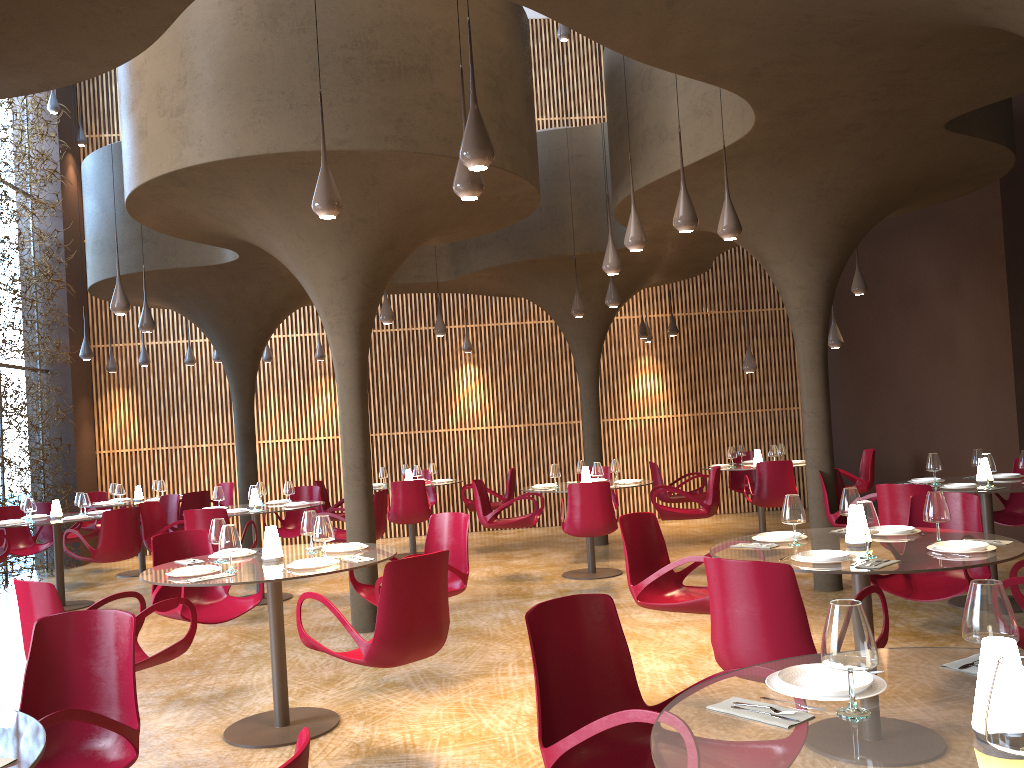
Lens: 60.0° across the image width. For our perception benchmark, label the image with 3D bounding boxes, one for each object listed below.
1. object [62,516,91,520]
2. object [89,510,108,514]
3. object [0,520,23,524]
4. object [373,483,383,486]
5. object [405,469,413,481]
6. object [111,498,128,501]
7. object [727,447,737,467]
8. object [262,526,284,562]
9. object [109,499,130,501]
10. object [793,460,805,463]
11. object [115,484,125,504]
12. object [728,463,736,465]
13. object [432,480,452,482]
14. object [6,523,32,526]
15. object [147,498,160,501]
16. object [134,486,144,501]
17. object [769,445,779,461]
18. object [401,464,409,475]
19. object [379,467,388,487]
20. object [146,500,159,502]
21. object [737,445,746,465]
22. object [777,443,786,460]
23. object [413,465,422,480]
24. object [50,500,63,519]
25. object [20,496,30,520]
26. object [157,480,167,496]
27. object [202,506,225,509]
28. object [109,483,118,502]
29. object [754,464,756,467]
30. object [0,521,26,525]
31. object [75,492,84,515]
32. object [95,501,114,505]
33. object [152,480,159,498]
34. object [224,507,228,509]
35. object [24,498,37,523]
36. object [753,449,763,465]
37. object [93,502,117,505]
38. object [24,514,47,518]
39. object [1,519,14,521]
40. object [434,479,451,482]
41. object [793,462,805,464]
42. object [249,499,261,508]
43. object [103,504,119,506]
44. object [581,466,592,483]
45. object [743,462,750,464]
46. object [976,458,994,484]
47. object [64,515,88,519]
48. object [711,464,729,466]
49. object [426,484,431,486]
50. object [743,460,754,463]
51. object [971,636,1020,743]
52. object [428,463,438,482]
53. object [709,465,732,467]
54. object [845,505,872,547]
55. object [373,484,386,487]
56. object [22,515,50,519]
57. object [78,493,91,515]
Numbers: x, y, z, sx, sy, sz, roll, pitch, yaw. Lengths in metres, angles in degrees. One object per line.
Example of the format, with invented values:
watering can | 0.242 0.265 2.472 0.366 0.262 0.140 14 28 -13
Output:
object | -5.350 1.648 10.885 0.332 0.014 0.332 -4 -3 5
object | -5.371 1.671 11.568 0.263 0.029 0.263 -3 -3 -11
object | -6.092 1.680 10.772 0.263 0.029 0.263 -2 -3 -33
object | -2.128 1.567 13.744 0.263 0.029 0.263 -5 -3 31
object | -1.606 1.440 13.791 0.142 0.232 0.144 -3 -2 -19
object | -6.267 1.848 14.164 0.263 0.029 0.263 -6 -3 39
object | 3.220 1.067 12.961 0.142 0.295 0.142 -5 -2 44
object | -1.628 1.081 6.011 0.142 0.232 0.144 -3 -2 -11
object | -6.266 1.857 14.164 0.331 0.014 0.332 -3 -3 -12
object | 4.137 1.134 12.911 0.263 0.029 0.263 -3 -3 -9
object | -5.948 1.667 13.456 0.142 0.295 0.142 -3 -1 -5
object | 3.396 1.233 13.680 0.126 0.017 0.262 -4 -3 13
object | -1.084 1.514 13.806 0.332 0.014 0.332 -5 -3 19
object | -5.876 1.673 10.560 0.126 0.017 0.262 -6 -3 41
object | -5.429 1.766 13.540 0.263 0.029 0.263 -3 -3 -11
object | -5.840 1.710 13.861 0.144 0.232 0.142 -3 -2 -29
object | 3.746 1.020 12.678 0.142 0.295 0.142 -4 -1 4
object | -1.694 1.431 14.137 0.142 0.295 0.142 -4 -1 -4
object | -1.971 1.422 13.582 0.142 0.295 0.142 -3 -2 -32
object | -5.428 1.776 13.540 0.332 0.014 0.332 -4 -3 14
object | 3.485 1.073 13.465 0.142 0.295 0.142 -3 -2 -22
object | 3.978 1.025 13.091 0.142 0.295 0.142 -3 -1 -16
object | -1.429 1.380 13.414 0.142 0.295 0.142 -3 -1 -12
object | -5.762 1.582 11.206 0.142 0.232 0.145 -2 -2 -39
object | -6.176 1.581 11.280 0.142 0.295 0.142 -4 -1 8
object | -5.442 1.650 13.776 0.142 0.295 0.142 -2 -2 -45
object | -3.674 1.534 10.917 0.263 0.029 0.263 -3 -3 -4
object | -6.254 1.709 13.935 0.142 0.295 0.142 -4 -1 -4
object | 3.554 1.154 12.556 0.263 0.029 0.263 -4 -3 1
object | -6.092 1.689 10.771 0.331 0.014 0.332 -2 -3 -23
object | -5.608 1.557 11.527 0.142 0.295 0.142 -5 -2 36
object | -6.171 1.808 13.427 0.263 0.029 0.263 -3 -3 -17
object | -5.686 1.684 14.181 0.142 0.295 0.142 -4 -1 13
object | -3.674 1.544 10.916 0.332 0.014 0.332 -5 -3 22
object | -5.869 1.540 10.801 0.142 0.295 0.142 -3 -1 -5
object | 3.625 1.077 13.069 0.144 0.232 0.142 -3 -2 -9
object | -6.170 1.817 13.426 0.331 0.014 0.332 -2 -3 -23
object | -6.189 1.720 11.509 0.263 0.029 0.263 -5 -3 33
object | -6.404 1.741 11.298 0.262 0.017 0.126 -6 -4 42
object | -1.084 1.504 13.806 0.263 0.029 0.263 -2 -3 -26
object | 4.137 1.143 12.911 0.331 0.014 0.332 -3 -3 -15
object | -3.153 1.402 10.871 0.144 0.232 0.142 -5 -2 41
object | -5.954 1.801 13.215 0.126 0.017 0.262 -6 -3 41
object | 0.935 1.160 11.207 0.142 0.232 0.145 -3 -2 -29
object | 3.685 1.204 13.594 0.332 0.014 0.332 -5 -3 32
object | 4.397 0.805 8.256 0.142 0.232 0.144 -5 -2 43
object | -5.350 1.638 10.885 0.263 0.029 0.263 -1 -4 -44
object | 3.091 1.211 13.147 0.263 0.029 0.263 -4 -3 8
object | -1.279 1.506 13.219 0.126 0.017 0.262 -4 -3 1
object | 3.684 1.194 13.595 0.263 0.029 0.263 -5 -3 23
object | 1.166 0.725 2.109 0.144 0.232 0.142 -4 -2 14
object | -1.246 1.395 13.984 0.142 0.295 0.142 -5 -2 39
object | 3.091 1.220 13.147 0.332 0.014 0.332 -5 -3 24
object | 1.982 0.811 5.090 0.142 0.232 0.144 -2 -2 -44
object | -2.127 1.577 13.744 0.332 0.014 0.332 -4 -3 9
object | -6.188 1.730 11.509 0.331 0.014 0.332 -3 -3 -12
object | -5.363 1.523 11.121 0.142 0.295 0.142 -4 -1 11
